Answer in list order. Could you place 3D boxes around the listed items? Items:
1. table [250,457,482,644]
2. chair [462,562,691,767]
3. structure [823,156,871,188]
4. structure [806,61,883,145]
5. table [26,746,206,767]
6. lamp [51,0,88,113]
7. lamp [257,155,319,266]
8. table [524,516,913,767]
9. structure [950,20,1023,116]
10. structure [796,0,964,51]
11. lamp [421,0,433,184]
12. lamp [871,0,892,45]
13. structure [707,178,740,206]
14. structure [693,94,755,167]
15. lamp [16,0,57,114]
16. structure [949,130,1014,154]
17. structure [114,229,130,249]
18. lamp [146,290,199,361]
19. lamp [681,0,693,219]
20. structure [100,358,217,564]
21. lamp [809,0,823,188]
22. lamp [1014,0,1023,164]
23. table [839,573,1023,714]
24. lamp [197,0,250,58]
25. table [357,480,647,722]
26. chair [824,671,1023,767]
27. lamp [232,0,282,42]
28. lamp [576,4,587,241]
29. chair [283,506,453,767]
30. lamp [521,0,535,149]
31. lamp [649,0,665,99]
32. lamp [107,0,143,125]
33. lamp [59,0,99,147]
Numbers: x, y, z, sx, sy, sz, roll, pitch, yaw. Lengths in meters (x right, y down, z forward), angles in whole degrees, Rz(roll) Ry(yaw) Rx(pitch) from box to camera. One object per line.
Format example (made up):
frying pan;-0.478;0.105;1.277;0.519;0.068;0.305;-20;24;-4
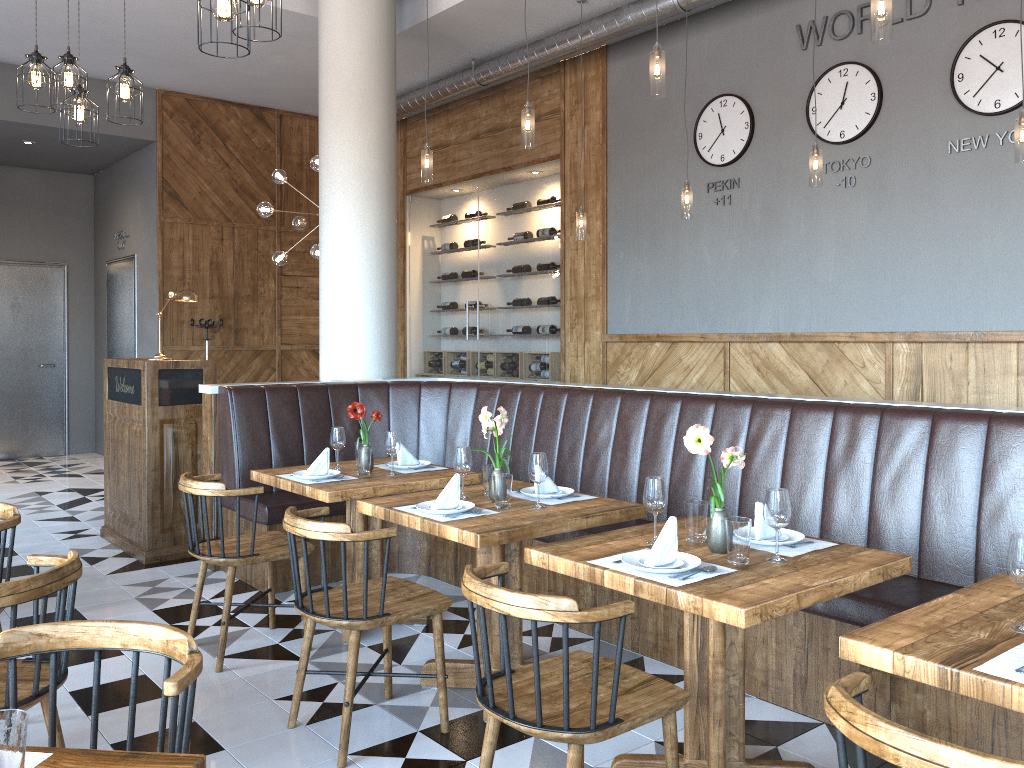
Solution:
table;-0.747;0.826;4.493;0.850;0.763;0.851;-2;2;-39
chair;0.149;0.904;2.387;0.550;0.817;0.519;-1;1;-39
structure;2.322;-1.464;6.163;0.021;0.199;0.369;0;2;-39
structure;2.303;-1.951;6.161;0.046;0.560;0.561;0;2;-39
table;-0.958;0.999;1.055;0.864;0.763;0.865;0;2;6
lamp;-2.412;-2.531;4.810;0.175;2.070;0.175;0;0;4
lamp;-1.723;-1.965;8.396;1.186;2.191;1.162;0;1;12
table;0.637;0.909;2.790;0.850;0.763;0.851;-2;2;-39
structure;2.948;-1.912;5.368;0.046;0.560;0.561;0;2;-39
structure;2.933;-2.460;5.391;0.033;0.199;2.730;-1;2;-39
lamp;-0.571;-2.332;5.943;0.078;1.963;0.078;0;0;-7
lamp;1.444;-2.321;3.462;0.078;1.963;0.078;0;0;-20
structure;1.662;-1.503;6.975;0.021;0.197;0.306;0;2;-39
structure;1.659;-1.989;6.954;0.046;0.560;0.561;0;2;-39
lamp;-2.481;-2.465;4.614;0.175;2.070;0.175;0;0;-7
structure;2.954;-1.486;5.385;0.021;0.079;0.583;-1;2;-39
structure;-4.527;-1.677;10.281;0.025;0.197;0.565;0;2;-39
lamp;-2.308;-0.268;6.013;0.170;0.756;0.445;0;1;26
lamp;1.203;-2.121;6.091;0.078;1.963;0.078;0;1;37
structure;-2.432;0.473;6.268;0.645;1.299;1.046;-1;2;-39
lamp;1.826;-2.168;5.323;0.078;1.963;0.078;0;0;-4
lamp;2.556;-2.091;4.426;0.078;1.963;0.078;0;1;-32
table;1.332;0.951;1.934;0.850;0.763;0.851;-2;2;-39
lamp;-1.025;-2.220;3.143;0.175;2.070;0.175;0;1;34
table;-0.051;0.868;3.636;0.850;0.763;0.851;-2;2;-39
chair;0.844;0.945;1.531;0.550;0.817;0.519;-1;1;-39
lamp;-0.971;-2.361;3.357;0.175;2.070;0.175;0;0;1
lamp;0.541;-2.102;6.907;0.078;1.963;0.078;0;0;-7
chair;-0.546;0.862;3.242;0.550;0.817;0.519;-1;1;-39
lamp;0.091;-2.351;5.127;0.078;1.963;0.078;0;1;37
lamp;0.715;-2.398;4.359;0.078;1.963;0.078;0;0;-4
lamp;-2.053;-2.426;4.689;0.175;2.070;0.175;0;1;-29
lamp;-2.266;-2.292;4.631;0.175;2.070;0.175;0;0;4
